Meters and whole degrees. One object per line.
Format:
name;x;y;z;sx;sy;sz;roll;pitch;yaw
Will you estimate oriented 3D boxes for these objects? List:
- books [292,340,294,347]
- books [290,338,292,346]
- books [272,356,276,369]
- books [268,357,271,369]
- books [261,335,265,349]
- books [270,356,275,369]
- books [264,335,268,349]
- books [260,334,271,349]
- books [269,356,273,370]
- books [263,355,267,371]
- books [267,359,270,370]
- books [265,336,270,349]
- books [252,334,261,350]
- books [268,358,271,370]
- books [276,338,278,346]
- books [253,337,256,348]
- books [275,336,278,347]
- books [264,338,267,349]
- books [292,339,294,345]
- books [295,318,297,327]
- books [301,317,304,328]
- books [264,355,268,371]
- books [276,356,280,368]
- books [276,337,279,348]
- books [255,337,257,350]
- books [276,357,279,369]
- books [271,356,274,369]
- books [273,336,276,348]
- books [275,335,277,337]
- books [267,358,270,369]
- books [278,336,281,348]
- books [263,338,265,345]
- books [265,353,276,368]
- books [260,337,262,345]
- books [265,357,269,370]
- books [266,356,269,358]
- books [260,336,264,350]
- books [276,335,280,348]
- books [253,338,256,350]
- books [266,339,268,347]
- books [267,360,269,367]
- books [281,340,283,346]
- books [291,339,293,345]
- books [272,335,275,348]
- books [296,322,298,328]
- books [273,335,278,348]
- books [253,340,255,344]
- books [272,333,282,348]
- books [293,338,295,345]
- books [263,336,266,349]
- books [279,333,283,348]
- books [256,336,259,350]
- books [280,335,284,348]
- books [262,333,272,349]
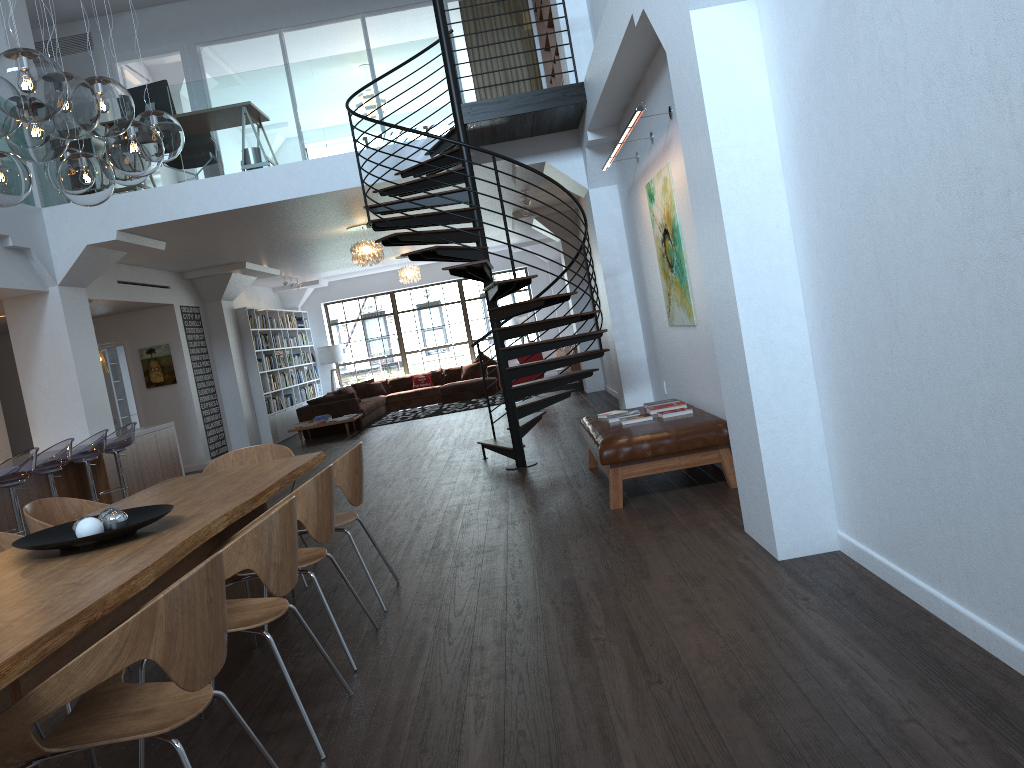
books;-4.501;-0.825;17.990;0.120;0.167;0.020;-10;4;1
books;-4.509;-0.826;17.832;0.139;0.191;0.036;-10;4;1
books;-4.441;-0.381;16.237;0.182;0.253;0.034;-10;4;1
books;-4.453;-0.352;15.994;0.167;0.230;0.037;-10;4;1
books;-4.530;-0.729;15.870;0.180;0.259;0.042;-10;4;1
books;-4.451;-0.377;16.203;0.182;0.253;0.034;-10;4;1
books;-4.528;-0.736;16.023;0.183;0.253;0.042;-10;4;1
books;-4.540;-0.765;16.248;0.198;0.284;0.049;-10;4;1
books;-4.446;-0.369;16.063;0.182;0.253;0.034;-10;4;1
books;-4.460;-0.357;15.677;0.197;0.283;0.065;-10;4;1
books;-4.452;-0.356;15.908;0.159;0.250;0.026;-10;4;1
books;-4.517;-0.739;16.135;0.174;0.240;0.054;-10;4;1
books;-4.506;-0.725;15.511;0.176;0.290;0.053;-10;4;1
books;-4.444;-0.348;15.962;0.161;0.223;0.026;-10;4;1
books;-4.511;-0.772;16.747;0.161;0.223;0.026;-10;4;1
books;-4.507;-0.683;15.321;0.152;0.232;0.104;-10;4;1
books;-4.520;-0.772;16.714;0.167;0.230;0.037;-10;4;1
books;-4.524;-0.719;15.987;0.161;0.223;0.033;-10;4;1
books;-4.498;-0.822;18.028;0.110;0.153;0.019;-10;4;1
books;-4.579;-1.254;18.512;0.161;0.223;0.032;-10;4;1
books;-4.592;-1.304;19.087;0.183;0.253;0.042;-10;4;1
books;-4.456;-0.365;15.738;0.176;0.290;0.053;-10;4;1
books;-4.446;-0.396;16.573;0.174;0.240;0.054;-10;4;1
books;-4.509;-0.774;16.774;0.161;0.223;0.027;-10;4;1
books;-4.505;-0.687;15.353;0.172;0.235;0.112;-10;4;1
books;-4.445;-0.385;16.530;0.161;0.223;0.032;-10;4;1
books;-4.444;-0.369;16.164;0.174;0.239;0.045;-10;4;1
books;-4.511;-0.767;16.543;0.174;0.239;0.045;-10;4;1
books;-4.519;-0.787;16.799;0.159;0.250;0.026;-10;4;1
books;-4.441;-0.346;15.935;0.161;0.223;0.027;-10;4;1
books;-4.514;-0.789;16.892;0.174;0.239;0.045;-10;4;1
books;-4.527;-0.728;15.910;0.160;0.251;0.039;-10;4;1
books;-4.454;-0.402;16.298;0.176;0.294;0.102;-10;4;1
books;-4.523;-0.706;15.695;0.174;0.236;0.142;-10;4;1
books;-4.446;-0.346;15.816;0.174;0.239;0.045;-10;4;1
books;-4.468;-0.363;16.029;0.182;0.253;0.034;-10;4;1
books;-4.524;-0.721;15.784;0.183;0.253;0.042;-10;4;1
books;-4.518;-0.788;16.840;0.170;0.245;0.057;-10;4;1
books;-4.510;-0.673;15.292;0.161;0.218;0.101;-10;4;1
books;-4.511;-0.726;16.060;0.161;0.223;0.032;-10;4;1
books;-4.450;-0.352;15.867;0.170;0.245;0.057;-10;4;1
books;-4.512;-0.793;17.077;0.161;0.223;0.026;-10;4;1
books;-4.495;-0.823;17.939;0.107;0.167;0.017;-10;4;1
books;-4.508;-0.769;16.469;0.182;0.253;0.034;-10;4;1
books;-4.583;-1.255;18.546;0.161;0.223;0.033;-10;4;1
books;-4.513;-0.780;16.643;0.182;0.253;0.034;-10;4;1
books;-4.502;-0.651;15.215;0.161;0.182;0.170;-10;4;1
books;-4.524;-0.818;16.967;0.176;0.290;0.053;-10;4;1
books;-4.509;-0.838;18.116;0.128;0.178;0.021;-10;4;1
books;-4.524;-0.729;15.949;0.171;0.246;0.039;-10;4;1
books;-4.528;-0.818;17.028;0.197;0.283;0.065;-10;4;1
books;-4.510;-0.695;15.436;0.174;0.242;0.105;-10;4;1
books;-4.511;-0.809;17.102;0.159;0.250;0.026;-10;4;1
books;-4.524;-0.774;16.299;0.176;0.291;0.053;-10;4;1
